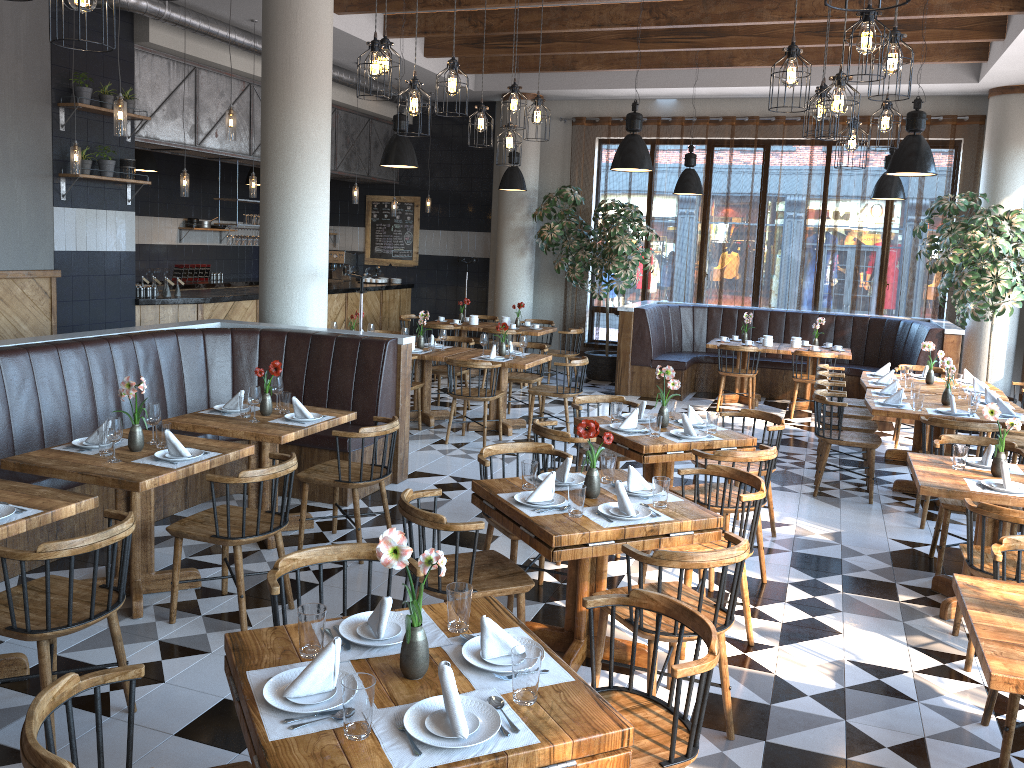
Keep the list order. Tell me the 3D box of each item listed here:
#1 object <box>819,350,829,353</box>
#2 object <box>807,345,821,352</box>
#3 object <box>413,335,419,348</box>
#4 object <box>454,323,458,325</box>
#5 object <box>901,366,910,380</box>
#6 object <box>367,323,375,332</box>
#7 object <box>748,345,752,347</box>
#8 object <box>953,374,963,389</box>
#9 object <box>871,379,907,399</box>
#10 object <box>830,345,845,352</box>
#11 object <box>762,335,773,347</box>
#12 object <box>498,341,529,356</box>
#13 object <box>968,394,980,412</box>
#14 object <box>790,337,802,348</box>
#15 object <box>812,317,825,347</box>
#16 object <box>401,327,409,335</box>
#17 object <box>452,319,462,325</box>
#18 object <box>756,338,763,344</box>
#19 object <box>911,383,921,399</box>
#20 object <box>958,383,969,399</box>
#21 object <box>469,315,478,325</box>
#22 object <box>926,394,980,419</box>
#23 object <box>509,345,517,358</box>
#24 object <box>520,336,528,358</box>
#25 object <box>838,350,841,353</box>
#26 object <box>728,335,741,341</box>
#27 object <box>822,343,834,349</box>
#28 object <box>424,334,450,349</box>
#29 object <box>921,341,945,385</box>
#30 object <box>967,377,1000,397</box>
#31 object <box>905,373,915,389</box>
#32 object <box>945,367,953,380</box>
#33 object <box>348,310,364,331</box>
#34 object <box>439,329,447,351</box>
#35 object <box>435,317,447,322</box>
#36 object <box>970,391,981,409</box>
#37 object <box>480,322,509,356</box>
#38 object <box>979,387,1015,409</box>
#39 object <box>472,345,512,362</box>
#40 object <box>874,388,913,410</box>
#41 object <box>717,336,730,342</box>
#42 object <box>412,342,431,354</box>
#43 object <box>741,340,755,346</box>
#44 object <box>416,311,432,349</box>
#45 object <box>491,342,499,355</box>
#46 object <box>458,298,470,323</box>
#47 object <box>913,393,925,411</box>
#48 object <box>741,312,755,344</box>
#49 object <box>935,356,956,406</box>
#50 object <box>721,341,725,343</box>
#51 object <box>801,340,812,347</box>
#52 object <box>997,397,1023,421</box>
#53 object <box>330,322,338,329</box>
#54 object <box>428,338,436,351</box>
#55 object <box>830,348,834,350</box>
[{"bbox_3d":[3.779,-0.393,10.697,0.034,0.023,0.156,-6,12,-45],"label":"object"},{"bbox_3d":[3.686,-0.433,10.788,0.176,0.066,0.176,3,9,2],"label":"object"},{"bbox_3d":[-1.010,-0.450,9.371,0.080,0.131,0.080,8,9,34],"label":"object"},{"bbox_3d":[-0.762,-0.811,12.029,0.053,0.025,0.049,1,9,-12],"label":"object"},{"bbox_3d":[3.791,-0.103,8.554,0.080,0.131,0.080,3,7,5],"label":"object"},{"bbox_3d":[-1.521,-0.542,9.542,0.081,0.214,0.081,4,7,11],"label":"object"},{"bbox_3d":[2.955,-0.475,10.978,0.053,0.025,0.049,1,9,-12],"label":"object"},{"bbox_3d":[4.097,-0.025,8.153,0.080,0.131,0.080,3,7,5],"label":"object"},{"bbox_3d":[3.243,0.020,7.616,0.272,0.136,0.353,6,9,19],"label":"object"},{"bbox_3d":[4.019,-0.441,10.934,0.176,0.066,0.176,4,9,10],"label":"object"},{"bbox_3d":[3.218,-0.543,11.151,0.130,0.128,0.130,-1,9,-26],"label":"object"},{"bbox_3d":[-0.007,-0.384,9.229,0.352,0.136,0.273,6,9,19],"label":"object"},{"bbox_3d":[3.601,0.150,6.919,0.080,0.131,0.080,3,7,5],"label":"object"},{"bbox_3d":[3.561,-0.521,11.111,0.130,0.128,0.130,-1,9,-26],"label":"object"},{"bbox_3d":[3.802,-0.628,10.992,0.146,0.398,0.207,6,8,25],"label":"object"},{"bbox_3d":[-1.124,-0.483,9.286,0.081,0.214,0.081,4,7,11],"label":"object"},{"bbox_3d":[-0.764,-0.848,12.125,0.175,0.066,0.177,0,9,-19],"label":"object"},{"bbox_3d":[3.249,-0.561,11.470,0.176,0.066,0.176,8,10,30],"label":"object"},{"bbox_3d":[3.378,0.060,7.420,0.080,0.131,0.080,3,7,5],"label":"object"},{"bbox_3d":[3.839,0.062,7.538,0.080,0.131,0.080,3,7,5],"label":"object"},{"bbox_3d":[-0.529,-0.884,12.229,0.130,0.128,0.130,-1,9,-26],"label":"object"},{"bbox_3d":[3.383,0.158,6.797,0.352,0.136,0.273,6,9,19],"label":"object"},{"bbox_3d":[0.004,-0.325,8.879,0.080,0.131,0.080,-4,10,-40],"label":"object"},{"bbox_3d":[0.116,-0.375,8.962,0.081,0.214,0.082,0,7,-17],"label":"object"},{"bbox_3d":[3.993,-0.401,10.805,0.034,0.023,0.156,4,9,10],"label":"object"},{"bbox_3d":[2.926,-0.600,11.618,0.176,0.066,0.176,-2,10,-25],"label":"object"},{"bbox_3d":[4.007,-0.484,11.201,0.176,0.066,0.176,8,10,33],"label":"object"},{"bbox_3d":[-0.843,-0.469,9.526,0.352,0.136,0.273,6,9,19],"label":"object"},{"bbox_3d":[3.954,-0.199,8.356,0.207,0.398,0.147,5,7,18],"label":"object"},{"bbox_3d":[4.213,0.010,7.949,0.272,0.136,0.353,6,9,19],"label":"object"},{"bbox_3d":[3.601,-0.028,8.032,0.080,0.131,0.080,3,7,5],"label":"object"},{"bbox_3d":[4.301,-0.106,8.713,0.080,0.131,0.080,3,7,5],"label":"object"},{"bbox_3d":[-1.679,-0.624,9.567,0.171,0.353,0.157,-2,8,-33],"label":"object"},{"bbox_3d":[-0.719,-0.460,9.258,0.081,0.214,0.082,0,7,-17],"label":"object"},{"bbox_3d":[-0.994,-0.911,12.458,0.176,0.066,0.176,4,9,11],"label":"object"},{"bbox_3d":[3.699,0.129,7.080,0.080,0.131,0.080,3,7,5],"label":"object"},{"bbox_3d":[-0.171,-0.461,8.974,0.296,0.353,0.166,6,8,25],"label":"object"},{"bbox_3d":[3.986,0.100,7.328,0.272,0.136,0.353,6,9,19],"label":"object"},{"bbox_3d":[-0.194,-0.315,8.741,0.352,0.136,0.273,6,9,19],"label":"object"},{"bbox_3d":[3.048,0.097,7.080,0.272,0.136,0.353,6,9,19],"label":"object"},{"bbox_3d":[2.723,-0.576,11.407,0.176,0.066,0.176,4,9,11],"label":"object"},{"bbox_3d":[-1.030,-0.400,9.038,0.352,0.136,0.273,6,9,19],"label":"object"},{"bbox_3d":[2.953,-0.512,11.074,0.176,0.066,0.176,-4,11,-34],"label":"object"},{"bbox_3d":[-0.926,-0.564,9.267,0.146,0.398,0.207,0,8,-21],"label":"object"},{"bbox_3d":[-0.174,-0.365,9.075,0.080,0.131,0.080,-3,9,-35],"label":"object"},{"bbox_3d":[-0.668,-1.022,12.341,0.171,0.353,0.157,3,7,5],"label":"object"},{"bbox_3d":[3.135,0.142,6.838,0.080,0.131,0.080,3,7,5],"label":"object"},{"bbox_3d":[3.009,-0.716,11.317,0.146,0.398,0.208,1,7,-13],"label":"object"},{"bbox_3d":[3.505,-0.029,7.168,0.146,0.398,0.207,6,8,24],"label":"object"},{"bbox_3d":[2.690,-0.541,11.316,0.053,0.025,0.049,4,9,8],"label":"object"},{"bbox_3d":[3.755,-0.519,11.344,0.176,0.066,0.176,-2,10,-25],"label":"object"},{"bbox_3d":[3.791,0.177,6.791,0.272,0.136,0.353,6,9,19],"label":"object"},{"bbox_3d":[-1.925,-0.565,9.570,0.081,0.214,0.081,4,7,11],"label":"object"},{"bbox_3d":[-0.832,-0.410,9.175,0.080,0.131,0.080,-4,10,-40],"label":"object"},{"bbox_3d":[3.962,-0.432,10.972,0.050,0.023,0.052,0,9,-19],"label":"object"}]
